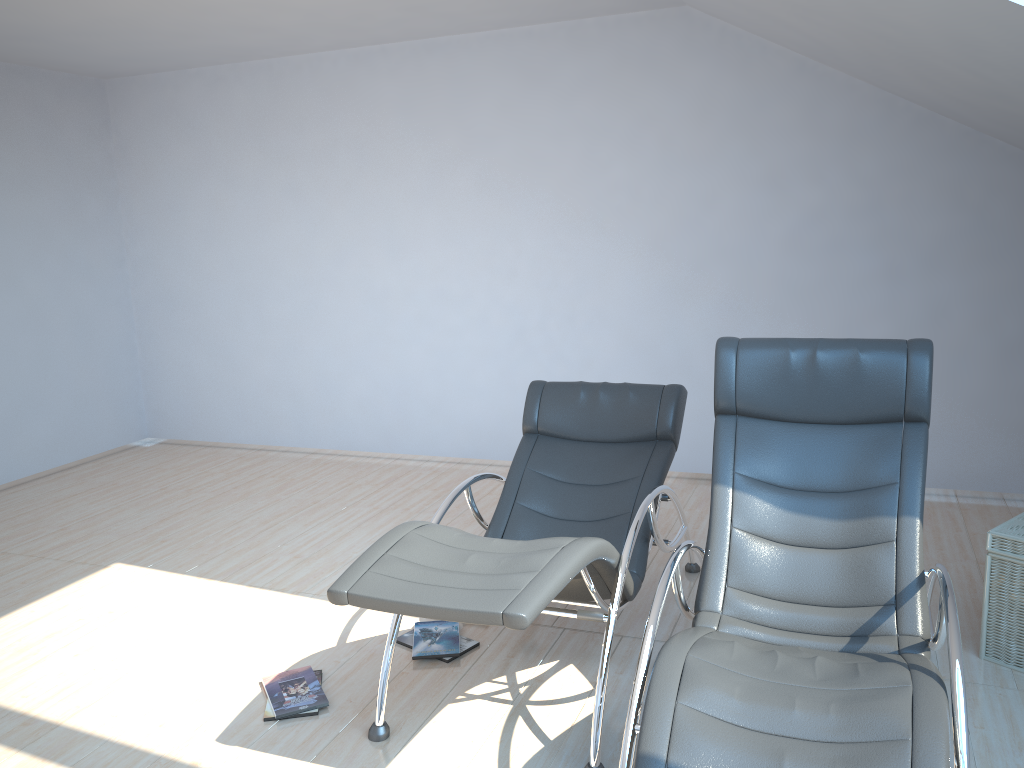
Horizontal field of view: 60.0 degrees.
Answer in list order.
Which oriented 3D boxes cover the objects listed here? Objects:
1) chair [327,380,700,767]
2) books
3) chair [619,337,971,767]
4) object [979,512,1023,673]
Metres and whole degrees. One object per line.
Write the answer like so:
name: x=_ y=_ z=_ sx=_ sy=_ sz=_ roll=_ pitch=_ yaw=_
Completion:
chair: x=0.137 y=0.615 z=3.448 sx=0.836 sy=0.953 sz=2.114 roll=2 pitch=11 yaw=21
books: x=-0.117 y=1.293 z=1.836 sx=1.045 sy=0.222 sz=4.790 roll=-4 pitch=11 yaw=-11
chair: x=0.852 y=0.589 z=2.600 sx=0.836 sy=1.251 sz=1.938 roll=2 pitch=11 yaw=21
object: x=2.286 y=0.784 z=3.273 sx=0.744 sy=0.518 sz=0.745 roll=-10 pitch=13 yaw=-38
